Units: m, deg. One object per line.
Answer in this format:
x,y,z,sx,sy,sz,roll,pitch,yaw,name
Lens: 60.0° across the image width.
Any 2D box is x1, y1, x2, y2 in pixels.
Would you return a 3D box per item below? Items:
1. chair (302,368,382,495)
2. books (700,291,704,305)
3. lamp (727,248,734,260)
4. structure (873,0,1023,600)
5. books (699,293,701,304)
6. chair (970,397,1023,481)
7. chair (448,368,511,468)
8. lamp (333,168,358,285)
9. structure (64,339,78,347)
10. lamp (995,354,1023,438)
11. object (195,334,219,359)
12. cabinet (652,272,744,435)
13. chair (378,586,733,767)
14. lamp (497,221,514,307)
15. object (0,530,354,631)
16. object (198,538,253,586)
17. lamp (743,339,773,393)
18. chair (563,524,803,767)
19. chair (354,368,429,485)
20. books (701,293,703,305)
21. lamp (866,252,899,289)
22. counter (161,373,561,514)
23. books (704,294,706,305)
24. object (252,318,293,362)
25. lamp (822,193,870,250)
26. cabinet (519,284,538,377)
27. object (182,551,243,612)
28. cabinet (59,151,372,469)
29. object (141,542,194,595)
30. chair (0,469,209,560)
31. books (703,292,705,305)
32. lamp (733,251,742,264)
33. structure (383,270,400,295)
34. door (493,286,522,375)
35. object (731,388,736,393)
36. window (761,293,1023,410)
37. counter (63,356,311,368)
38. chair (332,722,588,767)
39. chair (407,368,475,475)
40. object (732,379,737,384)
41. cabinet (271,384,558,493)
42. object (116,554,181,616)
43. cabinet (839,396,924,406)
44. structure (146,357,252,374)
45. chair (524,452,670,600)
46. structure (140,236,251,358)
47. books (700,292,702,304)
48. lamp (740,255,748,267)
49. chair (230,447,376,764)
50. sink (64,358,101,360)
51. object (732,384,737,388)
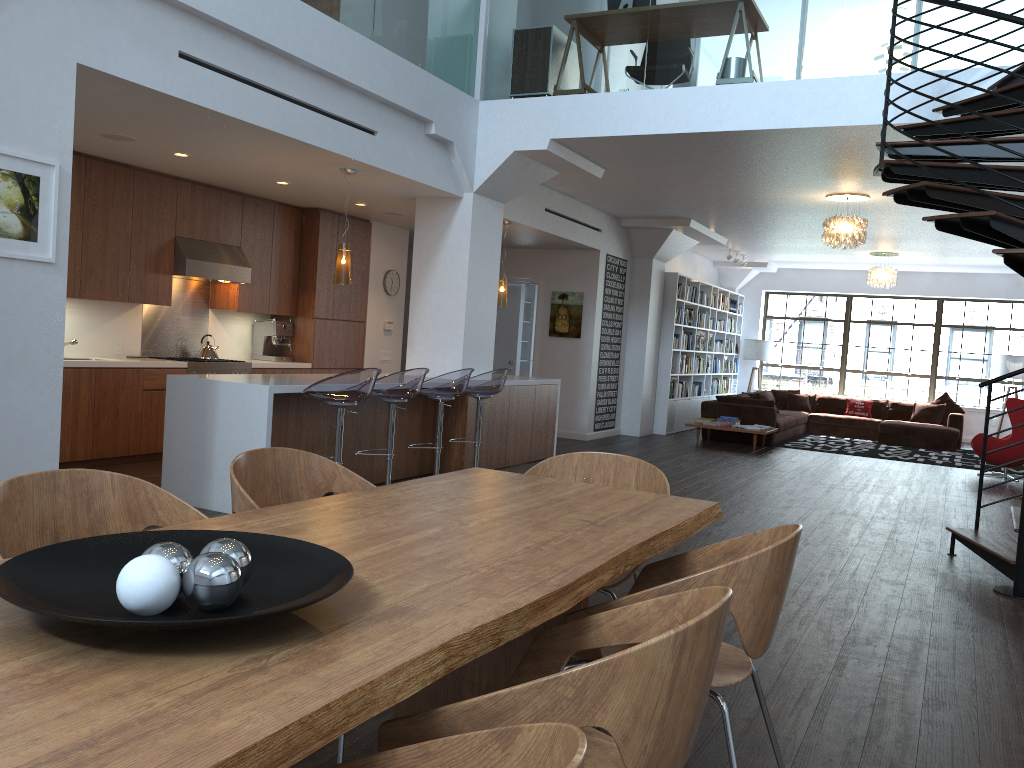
-1.133,0.382,5.795,0.481,1.014,0.530,6,3,29,chair
3.082,-1.412,14.613,0.140,0.231,0.042,5,3,27,books
3.548,-2.117,14.444,0.120,0.211,0.111,2,3,-29,lamp
3.090,-0.958,5.001,1.998,4.352,1.998,3,3,-13,structure
2.983,-1.389,14.409,0.139,0.191,0.036,5,3,27,books
6.073,0.637,10.834,0.798,1.006,0.801,2,4,-38,chair
-0.287,0.355,7.496,0.481,1.014,0.530,6,3,29,chair
-0.053,-1.631,7.528,2.842,1.807,0.149,3,3,-24,lamp
-3.676,-0.297,7.253,0.263,0.155,0.064,4,3,10,structure
8.481,0.305,15.061,0.545,1.579,0.545,6,4,38,lamp
-2.957,-0.366,8.629,0.222,0.235,0.222,4,3,2,object
3.176,-0.491,15.235,0.461,2.414,4.500,5,3,27,cabinet
0.082,0.765,1.681,0.618,0.833,0.629,5,3,28,chair
-0.087,-1.273,9.433,0.149,0.900,0.149,3,3,-18,lamp
-0.582,0.356,1.568,0.592,0.066,0.592,3,3,-16,object
-0.522,0.330,1.612,0.100,0.100,0.100,3,3,-18,object
4.689,-0.059,17.087,0.545,1.579,0.545,5,3,16,lamp
0.433,0.754,2.364,0.617,0.830,0.629,5,3,27,chair
-0.873,0.371,6.372,0.481,1.014,0.530,5,3,25,chair
3.047,-1.396,14.536,0.146,0.202,0.027,5,3,27,books
5.773,-1.759,13.809,0.442,0.539,0.441,3,3,-21,lamp
-0.849,0.470,6.014,3.039,0.860,8.182,4,3,-3,counter
3.146,-1.394,14.736,0.139,0.191,0.036,5,3,27,books
-2.478,-0.463,9.391,0.439,0.455,0.284,5,3,27,object
3.492,-1.692,9.291,0.442,0.539,0.441,3,3,-21,lamp
-0.167,-0.944,13.874,0.527,2.991,2.630,5,3,27,cabinet
-0.510,0.336,1.511,0.100,0.100,0.100,3,3,-18,object
-3.141,-0.608,7.942,0.598,2.499,5.299,5,3,27,cabinet
-0.616,0.331,1.576,0.100,0.100,0.100,3,3,-18,object
-0.985,0.664,2.212,0.618,0.833,0.629,5,3,27,chair
3.100,-1.411,14.659,0.158,0.226,0.052,5,3,27,books
3.776,-2.124,14.896,0.120,0.211,0.111,3,3,-14,lamp
-1.425,-1.200,10.514,0.040,0.300,0.300,5,3,27,structure
-0.292,-0.449,13.215,0.826,2.032,0.174,5,3,27,door
4.107,0.116,17.034,0.331,0.088,0.410,5,3,27,object
7.053,-0.658,16.567,4.648,1.905,0.114,5,3,27,window
-3.376,-0.188,7.555,0.600,0.050,4.387,5,3,27,counter
-0.245,0.776,0.991,0.618,0.833,0.629,5,3,27,chair
-0.571,0.364,6.933,0.481,1.014,0.530,5,3,25,chair
4.112,-0.060,17.028,0.316,0.088,0.410,5,3,27,object
-0.932,0.394,7.875,0.898,0.796,4.493,5,3,27,cabinet
-0.604,0.334,1.474,0.100,0.100,0.100,3,3,-18,object
6.723,0.608,16.143,1.520,0.625,0.350,5,3,27,cabinet
-2.970,0.224,8.376,0.662,0.919,0.811,5,3,27,structure
0.258,0.696,3.301,0.629,0.833,0.618,5,3,22,chair
-2.960,-0.781,8.356,0.529,1.110,0.811,5,3,27,structure
3.013,-1.394,14.461,0.146,0.202,0.027,5,3,27,books
4.010,-2.131,15.359,0.120,0.211,0.111,4,3,1,lamp
-0.618,0.655,2.901,0.618,0.833,0.629,5,3,25,chair
-3.562,-0.126,7.174,0.440,0.137,0.740,5,3,27,sink
4.113,0.028,17.029,0.331,0.088,0.410,5,3,27,object
